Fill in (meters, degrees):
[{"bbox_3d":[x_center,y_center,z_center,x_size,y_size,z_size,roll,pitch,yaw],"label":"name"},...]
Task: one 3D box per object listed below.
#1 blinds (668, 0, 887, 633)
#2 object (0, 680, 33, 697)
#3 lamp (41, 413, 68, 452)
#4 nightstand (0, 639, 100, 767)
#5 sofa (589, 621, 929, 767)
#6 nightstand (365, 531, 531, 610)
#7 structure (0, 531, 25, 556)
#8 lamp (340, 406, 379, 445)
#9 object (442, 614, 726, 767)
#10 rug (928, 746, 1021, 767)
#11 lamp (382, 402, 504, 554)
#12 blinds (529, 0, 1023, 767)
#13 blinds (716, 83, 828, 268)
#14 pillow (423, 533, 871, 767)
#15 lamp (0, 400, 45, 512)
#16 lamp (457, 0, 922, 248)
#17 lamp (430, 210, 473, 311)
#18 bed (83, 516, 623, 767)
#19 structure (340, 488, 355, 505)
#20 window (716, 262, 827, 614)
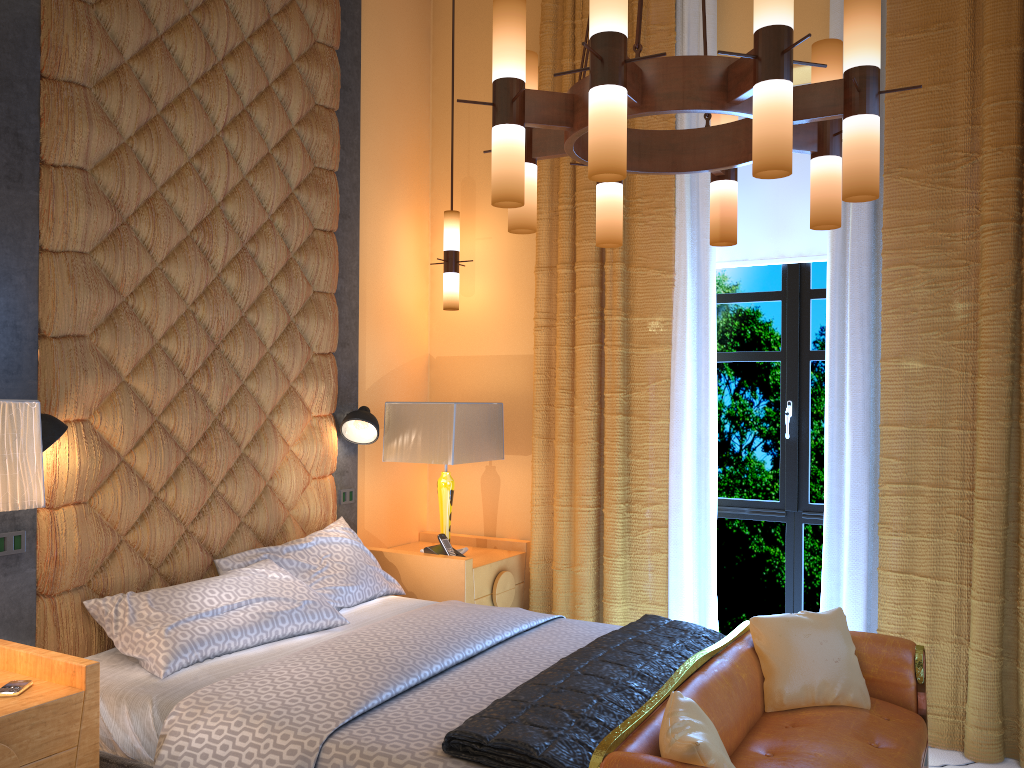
[{"bbox_3d":[1.187,-0.514,4.098,2.050,4.076,0.236,0,0,26],"label":"blinds"},{"bbox_3d":[-1.370,0.838,2.438,0.064,0.018,0.111,1,-1,-6],"label":"object"},{"bbox_3d":[-1.552,0.169,2.862,0.214,0.190,0.186,1,-1,-33],"label":"lamp"},{"bbox_3d":[-1.617,1.122,2.339,0.720,0.700,0.708,0,-1,29],"label":"nightstand"},{"bbox_3d":[0.833,1.175,2.610,0.650,0.640,1.615,0,-1,29],"label":"sofa"},{"bbox_3d":[-0.346,1.182,4.630,0.720,0.690,0.680,0,-1,29],"label":"nightstand"},{"bbox_3d":[-1.650,0.523,2.908,0.016,0.071,0.103,1,-1,29],"label":"structure"},{"bbox_3d":[-0.563,0.218,4.379,0.568,0.218,0.231,1,-1,-13],"label":"lamp"},{"bbox_3d":[0.324,0.931,2.800,0.405,0.104,1.461,0,-1,29],"label":"object"},{"bbox_3d":[0.340,1.489,2.597,3.702,0.016,3.388,0,-1,29],"label":"rug"},{"bbox_3d":[-0.342,0.493,4.524,0.424,0.802,0.505,0,0,29],"label":"lamp"},{"bbox_3d":[1.181,-0.539,4.006,2.450,4.146,0.134,0,0,29],"label":"blinds"},{"bbox_3d":[1.389,-1.028,4.341,1.200,0.873,0.013,0,0,29],"label":"blinds"},{"bbox_3d":[0.510,0.931,3.400,1.147,0.407,2.628,1,-1,-19],"label":"pillow"},{"bbox_3d":[-1.600,0.441,2.349,0.424,0.802,0.505,0,0,29],"label":"lamp"},{"bbox_3d":[0.458,-1.544,2.439,1.141,2.168,1.141,1,0,-38],"label":"lamp"},{"bbox_3d":[-0.328,-0.667,4.809,0.199,0.532,0.199,0,0,-16],"label":"lamp"},{"bbox_3d":[-0.381,1.037,3.198,2.106,0.824,1.889,0,-1,29],"label":"bed"},{"bbox_3d":[-0.821,0.558,4.403,0.016,0.071,0.103,1,-1,29],"label":"structure"},{"bbox_3d":[1.386,0.036,4.353,1.200,3.000,0.130,0,0,29],"label":"window"}]
